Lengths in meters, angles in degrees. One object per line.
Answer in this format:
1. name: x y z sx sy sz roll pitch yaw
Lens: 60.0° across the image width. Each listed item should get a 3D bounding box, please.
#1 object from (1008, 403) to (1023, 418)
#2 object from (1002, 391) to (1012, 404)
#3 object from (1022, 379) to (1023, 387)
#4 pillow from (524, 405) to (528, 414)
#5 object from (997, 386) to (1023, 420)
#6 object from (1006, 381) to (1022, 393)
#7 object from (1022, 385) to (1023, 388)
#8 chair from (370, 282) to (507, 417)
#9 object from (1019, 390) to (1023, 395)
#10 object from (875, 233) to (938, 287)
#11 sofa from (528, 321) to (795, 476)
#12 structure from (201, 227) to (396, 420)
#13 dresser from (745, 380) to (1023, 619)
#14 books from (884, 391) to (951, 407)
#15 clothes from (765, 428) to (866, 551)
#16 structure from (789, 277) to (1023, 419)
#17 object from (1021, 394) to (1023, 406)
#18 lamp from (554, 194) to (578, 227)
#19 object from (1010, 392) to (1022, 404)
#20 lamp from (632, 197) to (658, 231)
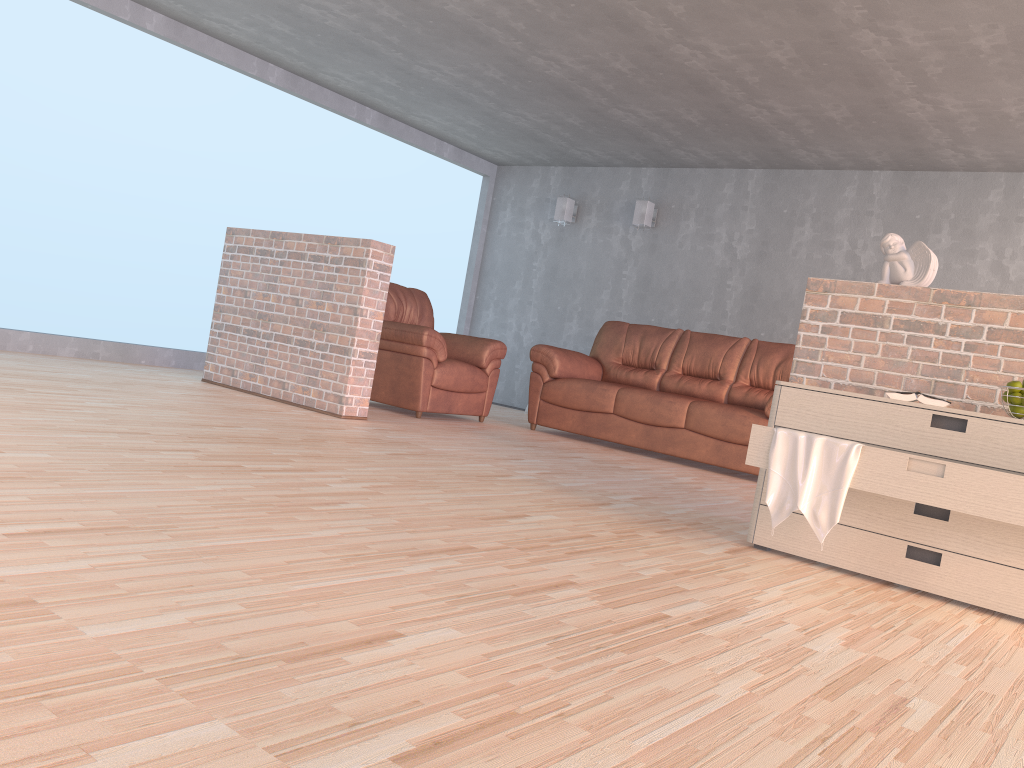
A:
1. object: 1.670 0.085 2.925 0.059 0.055 0.060 10 2 -8
2. object: 1.653 0.043 2.941 0.046 0.044 0.046 11 2 33
3. object: 1.714 -0.004 2.924 0.054 0.056 0.054 11 2 37
4. pillow: 0.319 0.165 8.458 0.327 0.326 0.241 12 3 41
5. object: 1.701 0.073 2.918 0.202 0.104 0.202 11 2 30
6. object: 1.651 0.009 2.915 0.046 0.045 0.046 11 2 36
7. object: 1.696 0.028 2.960 0.054 0.053 0.049 9 2 -23
8. chair: -0.677 -0.280 6.566 0.936 0.879 0.970 11 2 36
9. object: 1.686 0.028 2.905 0.039 0.038 0.039 9 2 -24
10. object: 1.543 -0.481 3.479 0.216 0.218 0.131 11 2 36
11. sofa: 1.252 0.036 6.491 2.202 0.923 0.981 11 2 37
12. structure: -1.399 -0.421 5.656 1.422 1.057 0.211 11 2 37
13. dresser: 1.606 0.425 2.774 1.686 0.612 0.605 11 2 37
14. books: 1.403 0.049 3.065 0.209 0.040 0.146 11 2 27
15. clothes: 0.973 0.347 2.889 0.325 0.369 0.097 11 2 38
16. structure: 1.726 0.203 3.284 1.422 1.057 0.211 11 2 37
17. object: 1.682 0.052 2.872 0.057 0.057 0.057 9 2 -20
18. lamp: 0.523 -1.696 8.674 0.165 0.319 0.168 11 2 37
19. object: 1.650 0.047 2.898 0.039 0.040 0.038 8 3 -45
20. lamp: 1.220 -1.557 8.150 0.165 0.319 0.177 11 2 37
